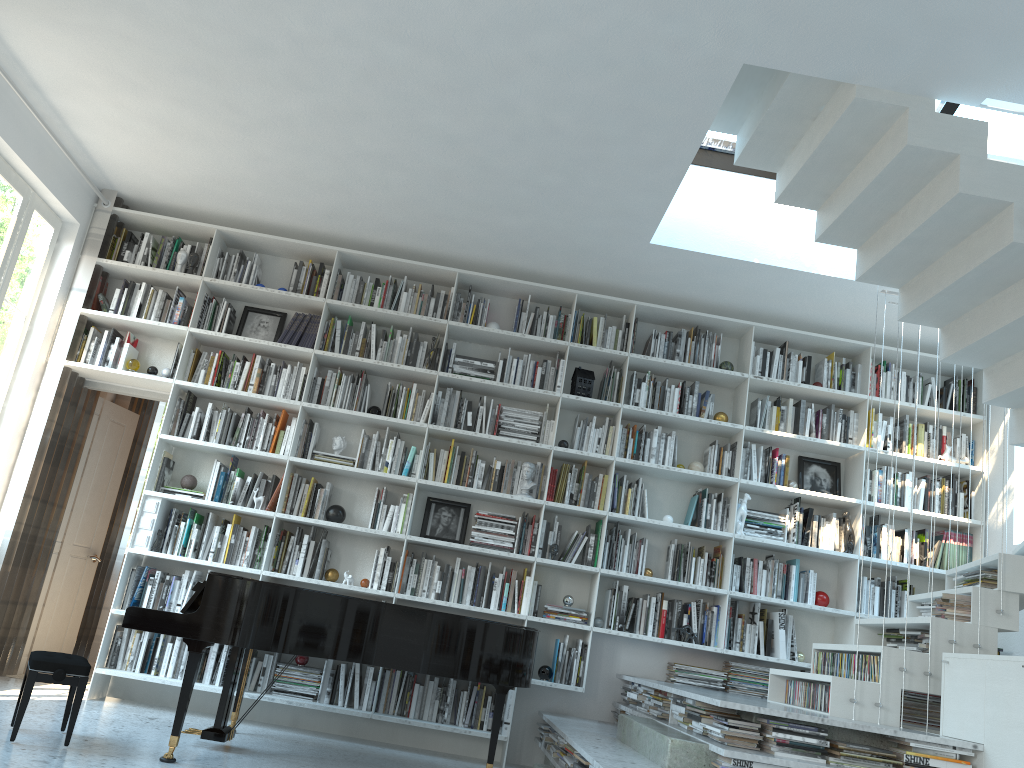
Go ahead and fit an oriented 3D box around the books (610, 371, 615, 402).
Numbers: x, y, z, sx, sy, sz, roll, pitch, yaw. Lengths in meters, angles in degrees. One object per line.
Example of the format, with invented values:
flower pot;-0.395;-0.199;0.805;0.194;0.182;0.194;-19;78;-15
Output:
books;0.687;0.055;6.190;0.005;0.254;0.159;10;-15;-1

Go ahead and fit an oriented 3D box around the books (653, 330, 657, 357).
books;0.995;-0.243;6.311;0.012;0.254;0.134;10;-15;-1

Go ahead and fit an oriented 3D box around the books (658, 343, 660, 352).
books;1.023;-0.212;6.311;0.009;0.205;0.146;10;-16;-1

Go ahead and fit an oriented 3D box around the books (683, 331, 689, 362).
books;1.221;-0.218;6.320;0.007;0.284;0.160;10;-15;-1

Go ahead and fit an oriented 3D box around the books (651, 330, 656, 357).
books;0.984;-0.242;6.301;0.011;0.243;0.173;10;-15;-1

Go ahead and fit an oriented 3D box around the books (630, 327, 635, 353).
books;0.827;-0.266;6.284;0.033;0.229;0.176;10;-16;-1

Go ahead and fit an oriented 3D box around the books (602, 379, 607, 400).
books;0.626;0.078;6.204;0.022;0.199;0.143;10;-16;-1

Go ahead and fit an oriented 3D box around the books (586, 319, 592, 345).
books;0.530;-0.322;6.271;0.015;0.233;0.171;10;-16;-1

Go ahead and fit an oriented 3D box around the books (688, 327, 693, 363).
books;1.248;-0.230;6.312;0.006;0.311;0.179;10;-15;-1

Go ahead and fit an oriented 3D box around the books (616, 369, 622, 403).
books;0.735;0.051;6.216;0.005;0.291;0.131;10;-15;-1

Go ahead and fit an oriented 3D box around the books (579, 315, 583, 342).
books;0.474;-0.343;6.280;0.006;0.259;0.166;10;-15;-1

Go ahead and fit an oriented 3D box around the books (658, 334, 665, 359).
books;1.045;-0.222;6.300;0.028;0.225;0.164;10;-16;-1

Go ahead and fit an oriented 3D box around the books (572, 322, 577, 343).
books;0.428;-0.318;6.293;0.016;0.203;0.143;10;-15;-1

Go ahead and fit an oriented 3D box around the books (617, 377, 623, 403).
books;0.738;0.080;6.173;0.008;0.213;0.224;10;-16;-1

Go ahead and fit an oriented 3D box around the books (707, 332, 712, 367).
books;1.390;-0.203;6.340;0.008;0.320;0.134;10;-15;-1

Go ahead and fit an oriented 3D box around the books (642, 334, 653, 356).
books;0.945;-0.234;6.280;0.046;0.206;0.184;10;-16;-1

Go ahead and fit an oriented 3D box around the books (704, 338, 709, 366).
books;1.358;-0.184;6.310;0.014;0.258;0.150;10;-15;-1

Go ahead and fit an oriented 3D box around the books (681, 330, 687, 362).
books;1.204;-0.224;6.326;0.017;0.294;0.139;10;-15;-1

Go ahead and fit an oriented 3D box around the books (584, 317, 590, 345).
books;0.520;-0.333;6.291;0.008;0.261;0.142;10;-15;-1

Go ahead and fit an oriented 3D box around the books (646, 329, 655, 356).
books;0.975;-0.246;6.292;0.009;0.243;0.173;10;-16;-1

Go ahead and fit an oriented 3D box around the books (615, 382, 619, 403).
books;0.717;0.095;6.215;0.015;0.200;0.130;10;-15;-1

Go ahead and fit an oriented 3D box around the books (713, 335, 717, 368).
books;1.415;-0.187;6.302;0.008;0.278;0.181;10;-15;-1

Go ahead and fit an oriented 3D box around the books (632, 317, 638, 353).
books;0.854;-0.300;6.287;0.019;0.303;0.176;10;-15;-1

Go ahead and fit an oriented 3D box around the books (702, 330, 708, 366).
books;1.352;-0.210;6.310;0.008;0.306;0.183;10;-15;-1

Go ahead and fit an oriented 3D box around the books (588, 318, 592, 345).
books;0.541;-0.325;6.309;0.007;0.263;0.133;10;-15;-1

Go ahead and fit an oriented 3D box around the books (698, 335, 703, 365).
books;1.317;-0.198;6.314;0.008;0.274;0.163;10;-15;-1

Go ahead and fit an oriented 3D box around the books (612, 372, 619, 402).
books;0.710;0.058;6.176;0.013;0.247;0.187;10;-16;-1

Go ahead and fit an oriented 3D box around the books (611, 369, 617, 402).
books;0.697;0.048;6.222;0.013;0.288;0.132;10;-15;-1

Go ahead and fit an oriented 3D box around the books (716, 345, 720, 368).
books;1.437;-0.147;6.298;0.014;0.208;0.188;10;-16;-1

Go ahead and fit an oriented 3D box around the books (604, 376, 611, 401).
books;0.651;0.070;6.196;0.024;0.216;0.169;10;-16;-1

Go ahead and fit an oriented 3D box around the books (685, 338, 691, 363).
books;1.230;-0.195;6.295;0.018;0.230;0.160;10;-15;-1

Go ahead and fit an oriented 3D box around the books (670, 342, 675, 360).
books;1.121;-0.186;6.316;0.031;0.190;0.133;10;-15;-1

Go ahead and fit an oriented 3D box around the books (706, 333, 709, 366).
books;1.376;-0.199;6.320;0.019;0.298;0.137;10;-15;-1

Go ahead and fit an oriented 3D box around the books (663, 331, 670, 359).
books;1.076;-0.231;6.304;0.030;0.254;0.161;10;-15;-1

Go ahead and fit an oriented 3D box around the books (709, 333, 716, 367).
books;1.406;-0.195;6.310;0.013;0.296;0.189;10;-15;-1

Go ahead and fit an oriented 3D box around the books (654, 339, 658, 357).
books;1.001;-0.210;6.293;0.009;0.183;0.160;10;-16;-1

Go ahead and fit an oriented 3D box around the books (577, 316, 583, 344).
books;0.467;-0.338;6.263;0.007;0.238;0.192;10;-16;-1

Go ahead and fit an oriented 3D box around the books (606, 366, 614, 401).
books;0.669;0.033;6.185;0.021;0.287;0.179;10;-15;-1

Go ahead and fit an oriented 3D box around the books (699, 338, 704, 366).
books;1.331;-0.185;6.311;0.024;0.251;0.150;10;-15;-1

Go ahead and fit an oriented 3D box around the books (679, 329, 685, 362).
books;1.185;-0.230;6.314;0.024;0.291;0.168;10;-15;-1

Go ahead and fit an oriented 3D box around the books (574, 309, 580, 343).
books;0.448;-0.365;6.288;0.007;0.297;0.181;10;-15;-1

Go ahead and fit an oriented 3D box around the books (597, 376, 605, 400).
books;0.614;0.066;6.199;0.019;0.213;0.156;10;-16;-1

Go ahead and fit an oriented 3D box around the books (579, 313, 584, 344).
books;0.481;-0.348;6.294;0.007;0.278;0.150;10;-15;-1

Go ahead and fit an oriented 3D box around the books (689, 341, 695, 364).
books;1.252;-0.179;6.282;0.018;0.200;0.189;10;-16;-1

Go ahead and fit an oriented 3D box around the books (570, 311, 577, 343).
books;0.424;-0.361;6.281;0.008;0.278;0.171;10;-15;-1

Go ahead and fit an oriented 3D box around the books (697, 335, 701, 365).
books;1.307;-0.201;6.318;0.012;0.279;0.144;10;-15;-1

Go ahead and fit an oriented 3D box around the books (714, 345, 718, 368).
books;1.422;-0.150;6.307;0.018;0.214;0.158;10;-16;-1

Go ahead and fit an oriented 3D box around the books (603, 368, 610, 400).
books;0.644;0.038;6.189;0.022;0.271;0.182;10;-15;-1

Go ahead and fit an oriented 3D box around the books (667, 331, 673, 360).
books;1.101;-0.227;6.307;0.021;0.255;0.169;10;-15;-1

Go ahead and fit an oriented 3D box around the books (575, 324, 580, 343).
books;0.450;-0.311;6.281;0.015;0.192;0.160;10;-16;-1

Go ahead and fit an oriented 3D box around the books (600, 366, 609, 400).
books;0.629;0.031;6.175;0.021;0.271;0.191;10;-15;-1

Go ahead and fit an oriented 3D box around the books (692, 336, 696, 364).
books;1.268;-0.197;6.303;0.008;0.250;0.170;10;-15;-1

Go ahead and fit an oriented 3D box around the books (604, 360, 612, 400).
books;0.656;0.011;6.212;0.025;0.338;0.143;10;-15;-1

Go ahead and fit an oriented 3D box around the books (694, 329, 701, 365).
books;1.291;-0.221;6.293;0.015;0.298;0.183;10;-15;-1

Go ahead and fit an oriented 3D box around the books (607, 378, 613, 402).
books;0.674;0.077;6.194;0.013;0.210;0.140;10;-15;-1

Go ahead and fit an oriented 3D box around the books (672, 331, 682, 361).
books;1.158;-0.224;6.286;0.028;0.257;0.185;10;-16;-1

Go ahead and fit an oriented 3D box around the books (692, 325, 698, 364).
books;1.282;-0.233;6.313;0.007;0.328;0.184;10;-15;-1

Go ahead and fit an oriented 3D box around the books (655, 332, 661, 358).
books;1.016;-0.233;6.287;0.013;0.229;0.174;10;-16;-1

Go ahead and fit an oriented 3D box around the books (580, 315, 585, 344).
books;0.500;-0.338;6.283;0.034;0.260;0.158;10;-15;-1
